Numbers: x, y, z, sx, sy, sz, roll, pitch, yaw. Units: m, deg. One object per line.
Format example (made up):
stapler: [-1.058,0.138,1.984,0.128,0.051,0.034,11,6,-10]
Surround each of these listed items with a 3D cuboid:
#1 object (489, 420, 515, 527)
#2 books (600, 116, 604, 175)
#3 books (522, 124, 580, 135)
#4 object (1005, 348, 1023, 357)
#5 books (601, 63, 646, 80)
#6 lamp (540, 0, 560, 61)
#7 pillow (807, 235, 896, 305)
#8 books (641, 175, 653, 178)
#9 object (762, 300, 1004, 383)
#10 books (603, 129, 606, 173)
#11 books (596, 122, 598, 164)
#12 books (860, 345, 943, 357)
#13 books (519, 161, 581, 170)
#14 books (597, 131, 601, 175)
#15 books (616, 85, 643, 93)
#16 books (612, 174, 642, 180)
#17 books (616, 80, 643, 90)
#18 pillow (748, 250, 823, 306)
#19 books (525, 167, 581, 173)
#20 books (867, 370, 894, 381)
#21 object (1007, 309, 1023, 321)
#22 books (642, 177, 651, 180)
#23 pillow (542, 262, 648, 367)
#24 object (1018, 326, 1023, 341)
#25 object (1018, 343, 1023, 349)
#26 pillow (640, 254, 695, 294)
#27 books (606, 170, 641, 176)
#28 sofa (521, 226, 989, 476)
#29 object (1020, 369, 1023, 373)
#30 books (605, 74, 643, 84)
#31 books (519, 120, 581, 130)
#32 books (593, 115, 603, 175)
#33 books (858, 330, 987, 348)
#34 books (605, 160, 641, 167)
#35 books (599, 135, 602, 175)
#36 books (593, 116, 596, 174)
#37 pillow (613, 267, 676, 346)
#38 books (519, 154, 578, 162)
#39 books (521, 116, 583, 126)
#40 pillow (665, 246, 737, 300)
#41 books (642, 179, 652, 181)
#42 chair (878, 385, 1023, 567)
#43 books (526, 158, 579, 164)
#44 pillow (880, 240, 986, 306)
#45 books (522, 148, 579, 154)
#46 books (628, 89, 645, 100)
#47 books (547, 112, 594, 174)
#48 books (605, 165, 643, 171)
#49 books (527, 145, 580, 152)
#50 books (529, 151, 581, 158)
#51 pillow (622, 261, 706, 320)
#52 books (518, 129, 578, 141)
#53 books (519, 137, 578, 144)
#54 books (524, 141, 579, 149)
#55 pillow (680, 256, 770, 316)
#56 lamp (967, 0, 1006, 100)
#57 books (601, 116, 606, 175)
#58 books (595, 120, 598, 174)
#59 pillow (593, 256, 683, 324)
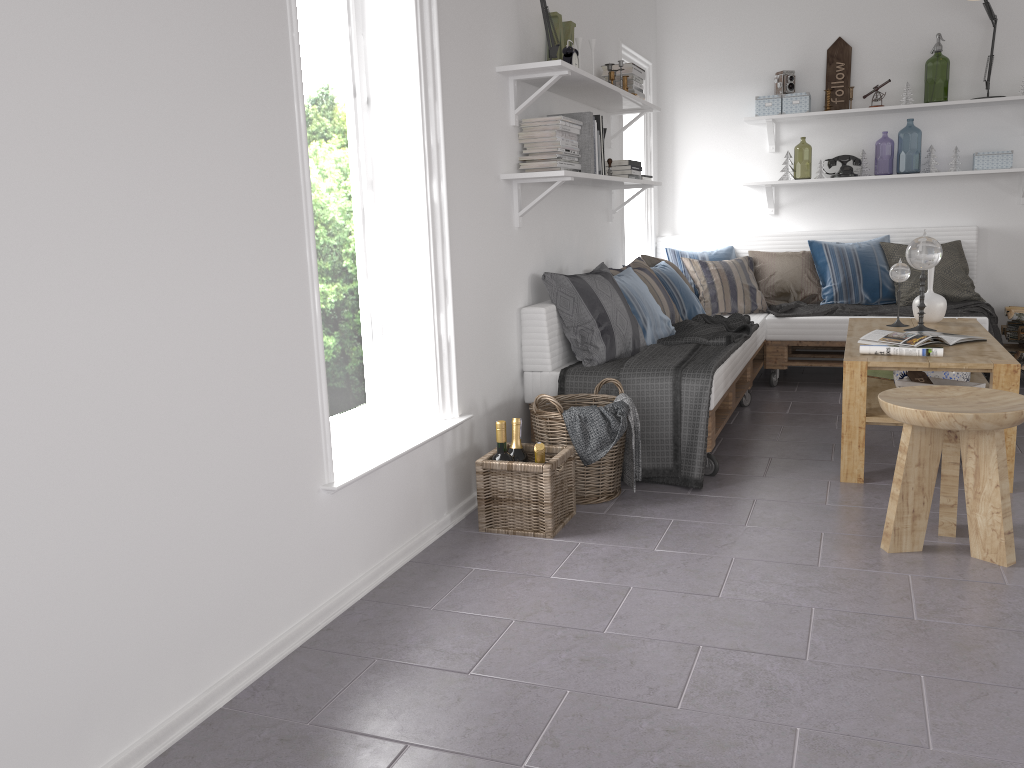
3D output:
object: [-0.032,0.316,3.116,0.095,0.377,0.095,-9,12,-32]
books: [0.321,-1.097,4.119,0.200,0.272,0.054,2,11,21]
books: [0.167,-1.084,3.803,0.174,0.021,0.273,2,11,21]
object: [3.190,-0.166,5.192,0.539,0.070,0.101,2,11,22]
books: [0.605,-1.685,4.807,0.176,0.053,0.290,2,11,21]
lamp: [0.250,-1.650,3.698,0.439,0.703,0.196,-9,12,-33]
pillow: [2.153,-0.705,5.542,0.526,0.428,0.311,-2,10,0]
books: [0.663,-1.165,4.998,0.202,0.012,0.251,2,11,23]
object: [2.227,-0.268,5.446,1.449,0.508,0.716,0,11,11]
books: [0.351,-1.079,4.164,0.171,0.219,0.047,2,11,21]
books: [0.291,-1.063,4.045,0.200,0.236,0.031,2,11,21]
books: [1.566,-0.146,3.564,0.300,0.043,0.229,3,12,25]
books: [0.166,-0.936,3.814,0.176,0.025,0.331,2,11,21]
books: [0.334,-1.052,4.064,0.141,0.203,0.044,2,11,21]
books: [0.611,-1.594,4.821,0.152,0.024,0.238,2,11,21]
books: [0.569,-1.098,4.752,0.191,0.032,0.258,2,11,23]
books: [0.612,-1.622,4.833,0.161,0.026,0.223,2,11,21]
pillow: [1.779,-0.666,5.710,0.521,0.381,0.366,1,11,18]
books: [0.180,-0.918,3.825,0.159,0.012,0.285,2,11,21]
books: [1.935,-0.087,4.237,0.445,0.079,0.301,-8,12,-27]
object: [3.148,-0.387,5.045,0.571,0.079,0.115,2,11,22]
books: [0.669,-1.152,4.996,0.187,0.014,0.248,1,11,20]
pillow: [0.379,-0.314,4.017,0.301,0.444,0.534,6,13,37]
object: [3.151,-0.276,5.035,0.480,0.104,0.126,2,11,23]
object: [3.089,-0.245,5.299,0.103,0.107,0.516,1,11,20]
pillow: [0.996,-0.609,5.558,0.334,0.438,0.545,3,12,26]
books: [0.571,-1.123,4.737,0.191,0.023,0.242,1,11,19]
sofa: [1.493,-0.311,4.735,2.017,0.932,2.855,2,11,21]
object: [3.221,-0.077,5.278,0.456,0.118,0.478,2,11,21]
books: [0.606,-1.643,4.803,0.161,0.027,0.223,2,11,21]
books: [0.167,-1.103,3.798,0.182,0.016,0.288,2,11,21]
books: [0.317,-1.094,4.101,0.200,0.274,0.038,2,11,21]
books: [1.756,-0.204,3.802,0.422,0.049,0.300,-7,11,-23]
books: [0.564,-1.171,4.730,0.190,0.028,0.239,2,11,23]
books: [0.347,-1.048,4.086,0.125,0.185,0.042,2,11,21]
books: [0.282,-1.067,4.003,0.193,0.257,0.046,2,11,21]
pillow: [0.585,-0.365,4.418,0.331,0.401,0.525,6,14,40]
books: [0.154,-0.969,3.823,0.182,0.016,0.288,2,11,21]
books: [0.174,-1.117,3.786,0.182,0.016,0.288,2,11,21]
pillow: [1.310,-0.710,5.963,0.534,0.437,0.287,-3,10,-6]
books: [0.672,-1.139,5.002,0.187,0.014,0.253,2,11,21]
chair: [1.364,0.279,2.760,0.431,0.479,0.431,1,11,19]
books: [0.175,-0.958,3.836,0.161,0.013,0.254,2,11,21]
pillow: [2.557,-0.673,5.405,0.519,0.395,0.334,-2,10,-1]
books: [0.168,-0.996,3.814,0.159,0.012,0.285,2,11,21]
books: [0.612,-1.565,4.820,0.172,0.032,0.239,2,11,21]
books: [0.262,-1.065,3.958,0.200,0.271,0.050,2,11,21]
books: [0.565,-1.147,4.744,0.212,0.023,0.258,2,11,21]
books: [0.178,-1.009,3.820,0.161,0.012,0.254,2,11,21]
books: [0.185,-0.987,3.833,0.161,0.013,0.256,2,11,21]
pillow: [0.912,-0.502,5.161,0.341,0.408,0.523,6,13,37]
books: [0.153,-1.062,3.812,0.180,0.028,0.296,2,11,21]
books: [0.155,-1.041,3.820,0.182,0.016,0.288,2,11,21]
books: [0.171,-1.026,3.826,0.167,0.017,0.263,2,11,21]
pillow: [1.375,-0.622,5.686,0.516,0.392,0.358,-4,11,-9]
lamp: [2.768,-2.026,5.184,0.196,0.703,0.439,7,14,41]
books: [0.328,-1.102,4.140,0.210,0.274,0.048,2,11,21]
books: [0.286,-1.064,4.028,0.205,0.243,0.019,2,11,21]
pillow: [0.695,-0.456,4.774,0.316,0.438,0.546,5,12,33]
